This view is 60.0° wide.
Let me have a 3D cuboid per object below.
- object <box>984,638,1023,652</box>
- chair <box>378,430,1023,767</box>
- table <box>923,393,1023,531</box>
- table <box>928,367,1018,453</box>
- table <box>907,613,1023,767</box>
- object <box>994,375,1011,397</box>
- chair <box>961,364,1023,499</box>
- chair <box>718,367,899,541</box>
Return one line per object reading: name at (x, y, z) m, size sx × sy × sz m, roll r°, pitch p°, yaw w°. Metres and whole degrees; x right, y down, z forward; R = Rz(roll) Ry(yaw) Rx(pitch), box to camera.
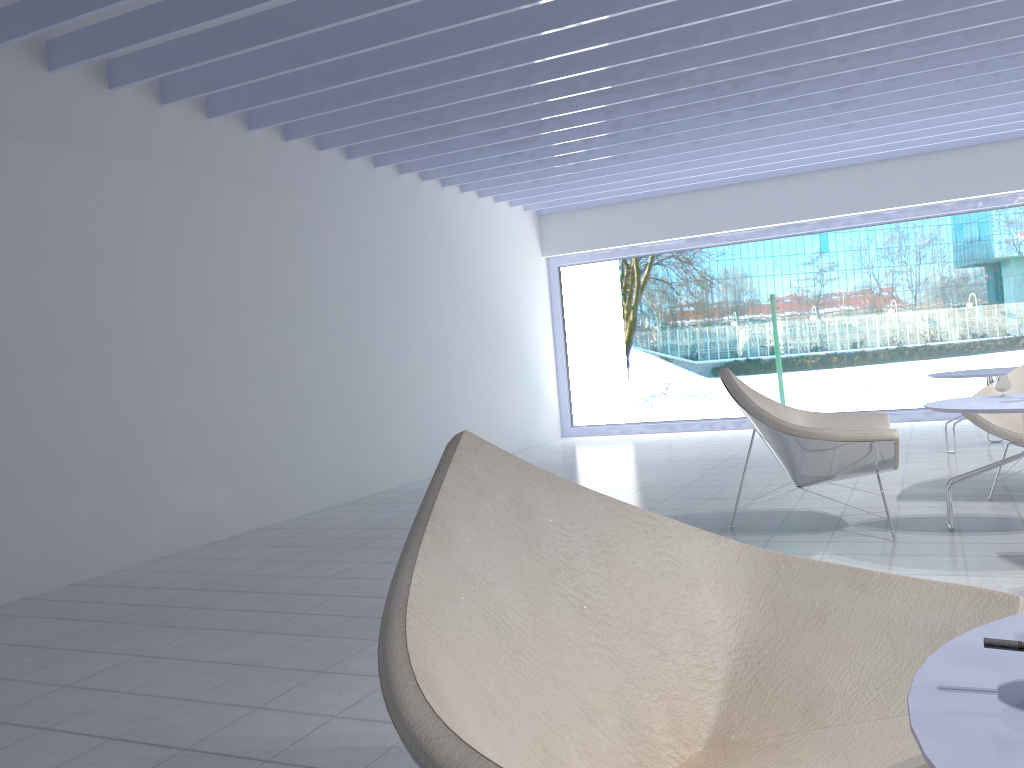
object at (0.462, 0.228, 0.764) m, size 0.098 × 0.016 × 0.012 m, roll -4°, pitch 1°, yaw 25°
chair at (0.195, 0.437, 1.227) m, size 0.753 × 0.759 × 0.906 m, roll -4°, pitch 2°, yaw 43°
table at (2.164, 0.329, 3.644) m, size 0.825 × 0.534 × 0.823 m, roll -4°, pitch 1°, yaw 16°
table at (3.334, 0.175, 6.100) m, size 0.823 × 0.534 × 0.825 m, roll -5°, pitch 1°, yaw -18°
table at (0.744, 0.517, 0.614) m, size 0.825 × 0.534 × 0.823 m, roll -5°, pitch 1°, yaw 2°
object at (2.164, 0.009, 3.913) m, size 0.068 × 0.091 × 0.068 m, roll -6°, pitch 2°, yaw -42°
chair at (2.781, 0.146, 4.434) m, size 0.906 × 0.759 × 0.753 m, roll -4°, pitch 2°, yaw 36°
chair at (1.349, 0.276, 4.072) m, size 0.753 × 0.759 × 0.906 m, roll -4°, pitch 1°, yaw 21°
